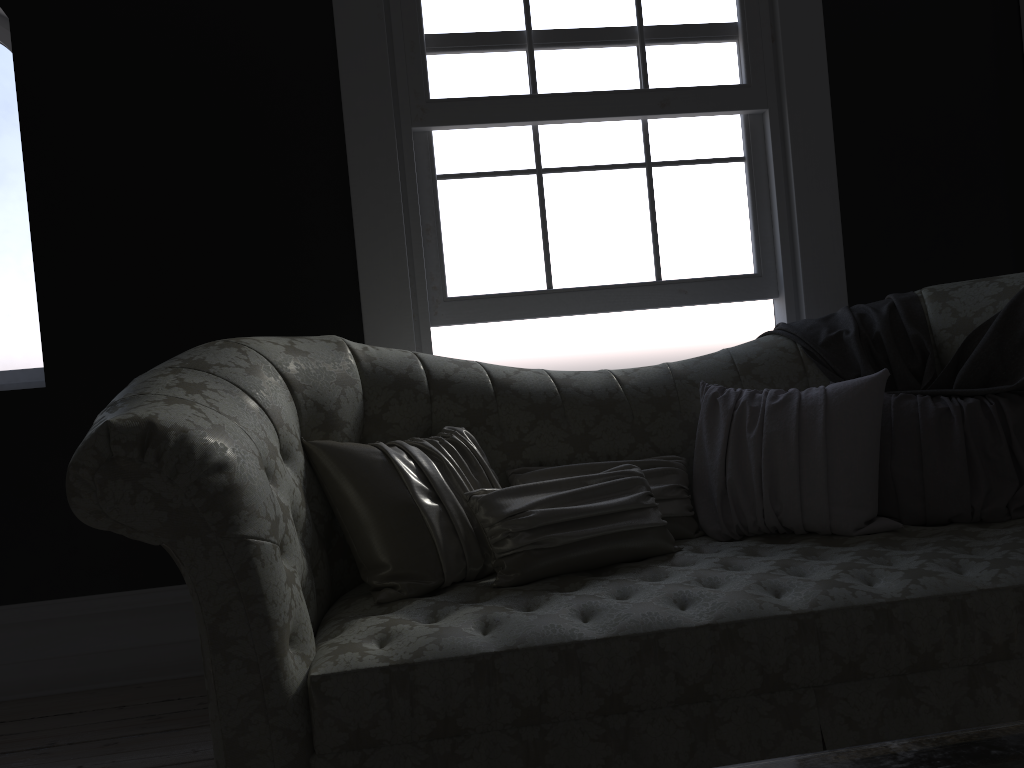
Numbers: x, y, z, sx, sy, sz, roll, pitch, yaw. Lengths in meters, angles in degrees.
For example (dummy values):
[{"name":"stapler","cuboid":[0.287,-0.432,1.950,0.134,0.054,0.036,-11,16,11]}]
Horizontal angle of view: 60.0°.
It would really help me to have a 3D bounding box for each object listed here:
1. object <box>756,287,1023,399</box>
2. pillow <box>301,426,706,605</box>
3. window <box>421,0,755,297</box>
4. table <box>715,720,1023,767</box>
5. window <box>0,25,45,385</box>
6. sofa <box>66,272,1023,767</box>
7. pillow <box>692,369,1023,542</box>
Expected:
[{"name":"object","cuboid":[1.402,-0.034,2.730,1.368,0.585,0.516,-5,0,42]},{"name":"pillow","cuboid":[0.018,0.292,2.372,1.105,0.416,0.529,-5,0,-8]},{"name":"window","cuboid":[0.284,-1.182,3.353,1.262,1.672,0.056,-5,1,-8]},{"name":"table","cuboid":[0.691,0.577,0.322,1.448,0.558,1.093,-5,0,-8]},{"name":"window","cuboid":[-2.183,-0.709,3.437,0.740,1.457,0.112,-5,1,-8]},{"name":"sofa","cuboid":[0.492,0.337,2.506,2.812,1.161,1.606,-5,0,-7]},{"name":"pillow","cuboid":[1.000,0.181,2.525,0.964,0.461,0.405,-5,0,0]}]
